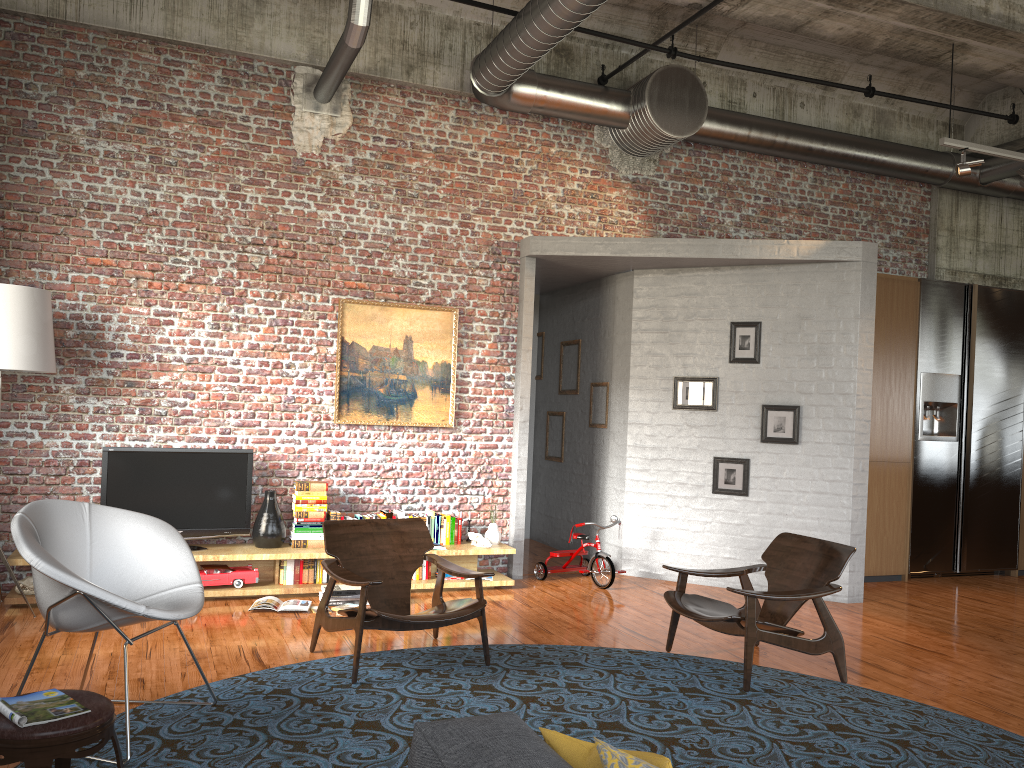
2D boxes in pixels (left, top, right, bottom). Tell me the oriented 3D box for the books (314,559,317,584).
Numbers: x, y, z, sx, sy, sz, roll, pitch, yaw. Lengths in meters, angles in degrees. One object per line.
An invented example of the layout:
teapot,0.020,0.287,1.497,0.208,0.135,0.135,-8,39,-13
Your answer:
books,-1.607,1.503,7.199,0.022,0.217,0.138,2,0,-22

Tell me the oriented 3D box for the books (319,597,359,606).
books,-1.316,1.672,6.864,0.320,0.040,0.236,3,-2,-20

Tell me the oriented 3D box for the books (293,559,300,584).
books,-1.744,1.479,7.145,0.046,0.252,0.153,2,0,-22

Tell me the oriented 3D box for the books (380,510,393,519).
books,-1.078,1.229,7.575,0.066,0.284,0.198,2,0,-22

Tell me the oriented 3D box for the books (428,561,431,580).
books,-0.720,1.562,7.562,0.026,0.191,0.138,2,0,-22

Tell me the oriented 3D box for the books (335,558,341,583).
books,-1.448,1.508,7.277,0.052,0.225,0.156,2,0,-22

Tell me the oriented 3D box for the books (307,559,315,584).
books,-1.641,1.503,7.185,0.049,0.213,0.148,2,0,-22

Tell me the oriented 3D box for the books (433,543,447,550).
books,-0.724,1.363,7.438,0.317,0.040,0.214,3,-2,-22

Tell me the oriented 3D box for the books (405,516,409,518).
books,-0.933,1.252,7.624,0.034,0.253,0.183,2,0,-22

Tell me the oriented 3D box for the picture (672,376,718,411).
picture,1.704,0.089,8.256,0.426,0.316,0.015,2,0,28

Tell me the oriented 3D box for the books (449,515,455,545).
books,-0.551,1.280,7.785,0.045,0.240,0.174,2,0,-22

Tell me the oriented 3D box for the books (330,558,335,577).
books,-1.480,1.509,7.244,0.030,0.220,0.158,2,0,-22

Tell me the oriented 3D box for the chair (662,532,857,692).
chair,1.531,1.374,5.547,1.043,0.793,0.875,3,-1,-21

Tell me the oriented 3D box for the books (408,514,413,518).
books,-0.901,1.254,7.633,0.034,0.253,0.183,2,0,-22

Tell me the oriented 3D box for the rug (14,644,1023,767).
rug,0.387,1.660,3.443,4.844,0.009,4.850,2,-2,24

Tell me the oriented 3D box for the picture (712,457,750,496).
picture,1.997,0.844,8.096,0.329,0.341,0.015,2,0,28

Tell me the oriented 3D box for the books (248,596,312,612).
books,-1.712,1.629,6.569,0.422,0.049,0.300,3,-2,-7

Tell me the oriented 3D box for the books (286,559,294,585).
books,-1.794,1.479,7.129,0.057,0.246,0.171,2,0,-22

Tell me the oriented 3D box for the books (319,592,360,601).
books,-1.321,1.637,6.853,0.299,0.028,0.236,3,-2,-24

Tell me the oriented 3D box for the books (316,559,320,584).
books,-1.584,1.516,7.201,0.024,0.193,0.140,2,0,-22

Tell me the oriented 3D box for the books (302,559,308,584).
books,-1.681,1.504,7.165,0.039,0.208,0.151,2,0,-22

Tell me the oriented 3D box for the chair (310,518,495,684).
chair,-0.681,1.278,5.402,0.875,0.793,1.043,3,-1,-32

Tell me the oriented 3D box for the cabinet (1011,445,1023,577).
cabinet,7.727,0.674,10.790,5.344,3.045,0.859,3,0,-22

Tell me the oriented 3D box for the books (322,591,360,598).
books,-1.297,1.609,6.824,0.320,0.028,0.262,3,-2,-12

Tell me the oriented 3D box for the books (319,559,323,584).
books,-1.563,1.517,7.211,0.023,0.193,0.140,2,0,-22

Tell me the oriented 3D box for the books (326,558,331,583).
books,-1.515,1.507,7.252,0.030,0.220,0.158,2,0,-22

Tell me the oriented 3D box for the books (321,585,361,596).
books,-1.297,1.579,6.796,0.296,0.035,0.236,3,-2,-20

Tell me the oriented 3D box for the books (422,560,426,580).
books,-0.769,1.565,7.552,0.034,0.181,0.131,2,0,-22

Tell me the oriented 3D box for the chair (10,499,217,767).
chair,-1.847,1.069,4.087,0.806,1.030,1.058,2,-1,18

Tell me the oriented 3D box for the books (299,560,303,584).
books,-1.712,1.509,7.158,0.024,0.193,0.140,2,0,-22

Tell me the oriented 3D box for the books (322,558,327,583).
books,-1.540,1.515,7.229,0.032,0.200,0.146,2,0,-22

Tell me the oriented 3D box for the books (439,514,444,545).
books,-0.636,1.270,7.741,0.026,0.250,0.160,2,0,-22

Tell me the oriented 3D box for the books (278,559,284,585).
books,-1.849,1.490,7.094,0.022,0.217,0.138,2,0,-22

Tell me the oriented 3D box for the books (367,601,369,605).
books,-0.983,1.699,6.941,0.313,0.017,0.232,3,-2,-7

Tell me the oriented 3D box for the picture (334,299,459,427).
picture,-1.000,-0.169,7.753,1.065,1.064,0.040,3,0,-22

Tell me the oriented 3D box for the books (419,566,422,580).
books,-0.794,1.558,7.536,0.026,0.191,0.138,2,0,-22

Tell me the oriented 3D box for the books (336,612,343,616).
books,-1.212,1.671,6.524,0.128,0.030,0.182,2,-2,0

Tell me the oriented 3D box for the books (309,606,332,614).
books,-1.420,1.673,6.567,0.133,0.012,0.189,3,-2,-24

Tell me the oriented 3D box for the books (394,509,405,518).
books,-0.973,1.232,7.608,0.053,0.290,0.176,2,0,-22

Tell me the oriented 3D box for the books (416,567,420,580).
books,-0.816,1.557,7.523,0.026,0.191,0.138,2,0,-22

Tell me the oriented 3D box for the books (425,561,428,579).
books,-0.742,1.562,7.556,0.019,0.189,0.120,2,0,-22

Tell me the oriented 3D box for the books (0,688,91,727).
books,-1.593,1.072,2.977,0.300,0.043,0.229,1,-2,42

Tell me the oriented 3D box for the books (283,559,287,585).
books,-1.830,1.503,7.105,0.023,0.193,0.140,2,0,-22

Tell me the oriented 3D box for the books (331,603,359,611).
books,-1.214,1.645,6.522,0.133,0.022,0.189,1,-2,29

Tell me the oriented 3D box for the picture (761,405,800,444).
picture,2.385,0.358,7.885,0.329,0.341,0.015,2,0,28

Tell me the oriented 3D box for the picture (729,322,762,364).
picture,2.120,-0.376,8.061,0.278,0.381,0.015,2,0,27

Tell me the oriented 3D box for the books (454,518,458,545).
books,-0.515,1.290,7.788,0.026,0.223,0.161,2,0,-22

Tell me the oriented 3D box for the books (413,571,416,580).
books,-0.840,1.556,7.517,0.026,0.191,0.138,2,0,-22

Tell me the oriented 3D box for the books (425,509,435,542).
books,-0.721,1.245,7.712,0.036,0.290,0.176,2,0,-22

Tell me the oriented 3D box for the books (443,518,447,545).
books,-0.613,1.285,7.752,0.027,0.223,0.161,2,0,-22

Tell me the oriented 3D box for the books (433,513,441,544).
books,-0.676,1.263,7.729,0.060,0.259,0.180,2,0,-22

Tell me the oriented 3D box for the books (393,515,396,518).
books,-1.031,1.248,7.578,0.026,0.250,0.160,2,0,-22
